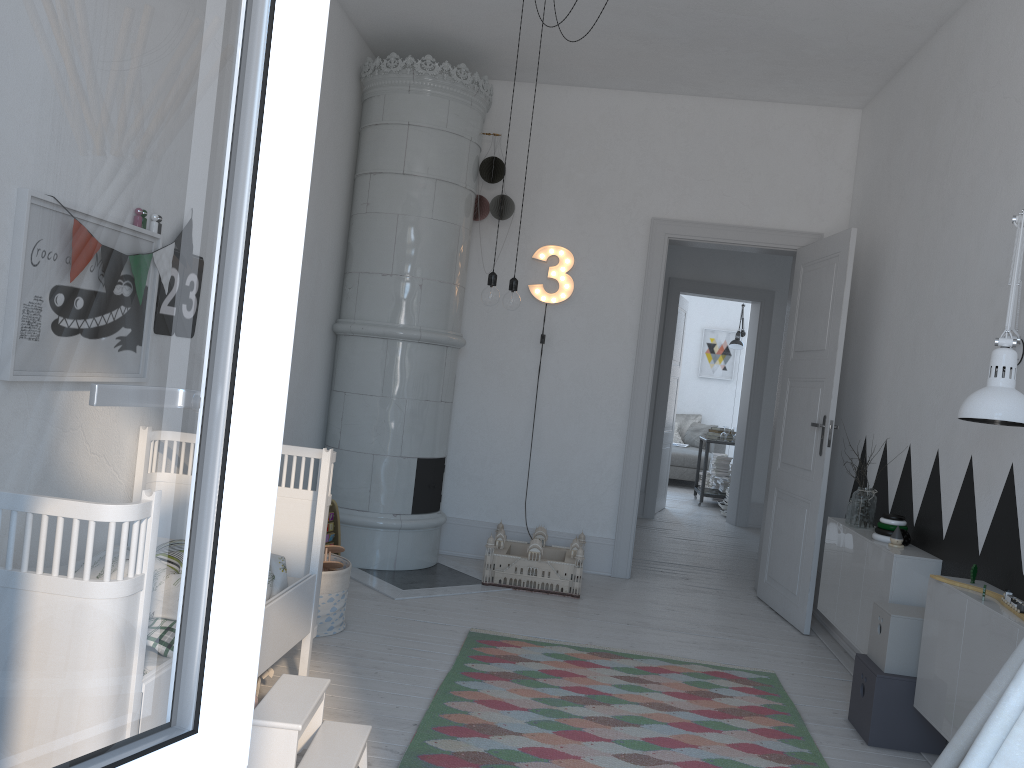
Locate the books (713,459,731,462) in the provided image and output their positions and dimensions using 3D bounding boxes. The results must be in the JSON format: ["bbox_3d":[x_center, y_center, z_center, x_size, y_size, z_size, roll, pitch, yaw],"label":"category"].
[{"bbox_3d":[2.424,0.884,10.253,0.174,0.044,0.274,6,1,5],"label":"books"}]

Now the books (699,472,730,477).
[{"bbox_3d":[2.439,1.096,10.672,0.331,0.025,0.176,6,1,-20],"label":"books"}]

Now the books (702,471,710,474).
[{"bbox_3d":[2.452,1.078,10.673,0.285,0.012,0.159,6,1,-15],"label":"books"}]

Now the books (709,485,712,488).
[{"bbox_3d":[2.397,1.208,10.366,0.180,0.028,0.296,6,1,10],"label":"books"}]

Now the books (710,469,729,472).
[{"bbox_3d":[2.394,0.996,10.239,0.182,0.041,0.288,6,1,5],"label":"books"}]

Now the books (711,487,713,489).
[{"bbox_3d":[2.369,1.208,10.062,0.182,0.016,0.288,6,1,5],"label":"books"}]

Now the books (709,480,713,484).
[{"bbox_3d":[2.399,1.149,10.350,0.167,0.017,0.263,6,1,5],"label":"books"}]

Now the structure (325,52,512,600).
[{"bbox_3d":[-0.502,-0.329,4.988,0.800,2.880,1.255,6,1,-40],"label":"structure"}]

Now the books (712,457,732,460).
[{"bbox_3d":[2.427,0.865,10.252,0.182,0.041,0.288,6,1,5],"label":"books"}]

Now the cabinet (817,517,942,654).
[{"bbox_3d":[1.560,0.882,3.839,0.182,0.454,0.970,6,1,5],"label":"cabinet"}]

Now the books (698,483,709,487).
[{"bbox_3d":[2.409,1.223,10.671,0.288,0.016,0.182,6,1,-30],"label":"books"}]

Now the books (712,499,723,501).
[{"bbox_3d":[2.367,1.311,10.043,0.182,0.016,0.288,7,1,15],"label":"books"}]

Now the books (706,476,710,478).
[{"bbox_3d":[2.435,1.115,10.660,0.254,0.013,0.161,6,1,-25],"label":"books"}]

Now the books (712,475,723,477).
[{"bbox_3d":[2.408,1.064,10.249,0.161,0.034,0.254,6,1,5],"label":"books"}]

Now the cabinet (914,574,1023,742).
[{"bbox_3d":[1.434,0.879,2.520,0.182,0.454,0.970,6,1,5],"label":"cabinet"}]

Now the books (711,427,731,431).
[{"bbox_3d":[2.301,0.495,9.684,0.204,0.025,0.143,6,1,-28],"label":"books"}]

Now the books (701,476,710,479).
[{"bbox_3d":[2.431,1.129,10.659,0.263,0.017,0.167,6,1,-25],"label":"books"}]

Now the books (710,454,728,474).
[{"bbox_3d":[2.447,0.956,10.489,0.174,0.242,0.105,6,1,5],"label":"books"}]

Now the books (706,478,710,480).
[{"bbox_3d":[2.440,1.145,10.653,0.256,0.013,0.161,6,1,-15],"label":"books"}]

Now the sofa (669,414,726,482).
[{"bbox_3d":[1.737,0.782,11.892,2.219,0.888,1.974,6,1,6],"label":"sofa"}]

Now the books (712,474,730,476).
[{"bbox_3d":[2.412,1.050,10.234,0.159,0.037,0.285,6,1,5],"label":"books"}]

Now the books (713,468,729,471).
[{"bbox_3d":[2.421,0.986,10.261,0.161,0.035,0.256,6,1,5],"label":"books"}]

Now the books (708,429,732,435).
[{"bbox_3d":[2.302,0.524,9.685,0.254,0.032,0.174,6,1,-23],"label":"books"}]

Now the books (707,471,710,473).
[{"bbox_3d":[2.447,1.064,10.659,0.254,0.012,0.161,6,1,-20],"label":"books"}]

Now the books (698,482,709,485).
[{"bbox_3d":[2.413,1.208,10.682,0.288,0.016,0.182,6,1,-15],"label":"books"}]

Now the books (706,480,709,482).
[{"bbox_3d":[2.437,1.169,10.664,0.254,0.012,0.161,6,1,-30],"label":"books"}]

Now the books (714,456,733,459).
[{"bbox_3d":[2.439,0.850,10.247,0.182,0.041,0.288,6,1,5],"label":"books"}]

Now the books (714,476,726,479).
[{"bbox_3d":[2.377,1.067,10.039,0.161,0.012,0.254,7,1,15],"label":"books"}]

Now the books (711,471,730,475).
[{"bbox_3d":[2.405,1.030,10.239,0.176,0.053,0.331,6,1,5],"label":"books"}]

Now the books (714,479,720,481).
[{"bbox_3d":[2.390,1.082,10.034,0.159,0.012,0.285,7,1,20],"label":"books"}]

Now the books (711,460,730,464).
[{"bbox_3d":[2.404,0.903,10.232,0.180,0.053,0.297,6,1,5],"label":"books"}]

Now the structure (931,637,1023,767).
[{"bbox_3d":[0.750,0.347,0.869,1.143,1.750,1.143,6,1,-19],"label":"structure"}]

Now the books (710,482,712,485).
[{"bbox_3d":[2.402,1.176,10.367,0.159,0.012,0.285,6,1,10],"label":"books"}]

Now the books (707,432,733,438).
[{"bbox_3d":[2.293,0.556,9.686,0.284,0.033,0.197,6,1,-43],"label":"books"}]

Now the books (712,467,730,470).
[{"bbox_3d":[2.413,0.971,10.241,0.159,0.037,0.285,6,1,5],"label":"books"}]

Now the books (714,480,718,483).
[{"bbox_3d":[2.386,1.101,10.044,0.176,0.025,0.331,7,1,15],"label":"books"}]

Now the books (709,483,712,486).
[{"bbox_3d":[2.405,1.189,10.355,0.161,0.012,0.254,6,1,0],"label":"books"}]

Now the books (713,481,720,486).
[{"bbox_3d":[2.379,1.136,10.040,0.174,0.021,0.273,6,1,5],"label":"books"}]

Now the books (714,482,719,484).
[{"bbox_3d":[2.372,1.117,10.046,0.161,0.013,0.254,6,1,10],"label":"books"}]

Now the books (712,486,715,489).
[{"bbox_3d":[2.361,1.190,10.049,0.167,0.017,0.263,6,1,10],"label":"books"}]

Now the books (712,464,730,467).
[{"bbox_3d":[2.415,0.946,10.261,0.167,0.040,0.263,6,1,5],"label":"books"}]

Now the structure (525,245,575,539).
[{"bbox_3d":[0.272,0.145,5.373,0.513,1.947,0.065,6,1,5],"label":"structure"}]

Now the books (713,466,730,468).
[{"bbox_3d":[2.421,0.961,10.252,0.161,0.034,0.254,6,1,5],"label":"books"}]

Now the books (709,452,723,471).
[{"bbox_3d":[2.453,0.939,10.571,0.172,0.235,0.112,6,1,5],"label":"books"}]

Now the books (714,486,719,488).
[{"bbox_3d":[2.382,1.165,10.045,0.159,0.012,0.285,7,1,15],"label":"books"}]

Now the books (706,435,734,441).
[{"bbox_3d":[2.289,0.590,9.687,0.284,0.035,0.197,6,1,-28],"label":"books"}]

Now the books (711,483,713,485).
[{"bbox_3d":[2.408,1.164,10.344,0.161,0.013,0.256,7,1,15],"label":"books"}]

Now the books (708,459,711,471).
[{"bbox_3d":[2.462,0.965,10.681,0.161,0.210,0.127,6,1,5],"label":"books"}]

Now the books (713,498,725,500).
[{"bbox_3d":[2.365,1.290,10.058,0.182,0.016,0.288,6,1,10],"label":"books"}]

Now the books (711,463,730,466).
[{"bbox_3d":[2.402,0.927,10.254,0.182,0.041,0.288,6,1,5],"label":"books"}]

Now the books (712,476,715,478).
[{"bbox_3d":[2.415,1.084,10.349,0.161,0.012,0.254,6,1,10],"label":"books"}]

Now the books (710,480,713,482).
[{"bbox_3d":[2.403,1.134,10.351,0.161,0.013,0.254,6,1,5],"label":"books"}]

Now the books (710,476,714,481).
[{"bbox_3d":[2.407,1.116,10.363,0.176,0.025,0.331,6,1,10],"label":"books"}]

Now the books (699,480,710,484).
[{"bbox_3d":[2.429,1.188,10.675,0.296,0.028,0.180,6,1,-20],"label":"books"}]

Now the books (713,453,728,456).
[{"bbox_3d":[2.459,0.945,10.527,0.172,0.239,0.093,6,1,5],"label":"books"}]

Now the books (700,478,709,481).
[{"bbox_3d":[2.434,1.156,10.676,0.285,0.012,0.159,6,1,-20],"label":"books"}]

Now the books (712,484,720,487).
[{"bbox_3d":[2.361,1.150,10.038,0.161,0.013,0.256,7,1,20],"label":"books"}]

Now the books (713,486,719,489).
[{"bbox_3d":[2.369,1.176,10.040,0.161,0.012,0.254,6,1,5],"label":"books"}]
